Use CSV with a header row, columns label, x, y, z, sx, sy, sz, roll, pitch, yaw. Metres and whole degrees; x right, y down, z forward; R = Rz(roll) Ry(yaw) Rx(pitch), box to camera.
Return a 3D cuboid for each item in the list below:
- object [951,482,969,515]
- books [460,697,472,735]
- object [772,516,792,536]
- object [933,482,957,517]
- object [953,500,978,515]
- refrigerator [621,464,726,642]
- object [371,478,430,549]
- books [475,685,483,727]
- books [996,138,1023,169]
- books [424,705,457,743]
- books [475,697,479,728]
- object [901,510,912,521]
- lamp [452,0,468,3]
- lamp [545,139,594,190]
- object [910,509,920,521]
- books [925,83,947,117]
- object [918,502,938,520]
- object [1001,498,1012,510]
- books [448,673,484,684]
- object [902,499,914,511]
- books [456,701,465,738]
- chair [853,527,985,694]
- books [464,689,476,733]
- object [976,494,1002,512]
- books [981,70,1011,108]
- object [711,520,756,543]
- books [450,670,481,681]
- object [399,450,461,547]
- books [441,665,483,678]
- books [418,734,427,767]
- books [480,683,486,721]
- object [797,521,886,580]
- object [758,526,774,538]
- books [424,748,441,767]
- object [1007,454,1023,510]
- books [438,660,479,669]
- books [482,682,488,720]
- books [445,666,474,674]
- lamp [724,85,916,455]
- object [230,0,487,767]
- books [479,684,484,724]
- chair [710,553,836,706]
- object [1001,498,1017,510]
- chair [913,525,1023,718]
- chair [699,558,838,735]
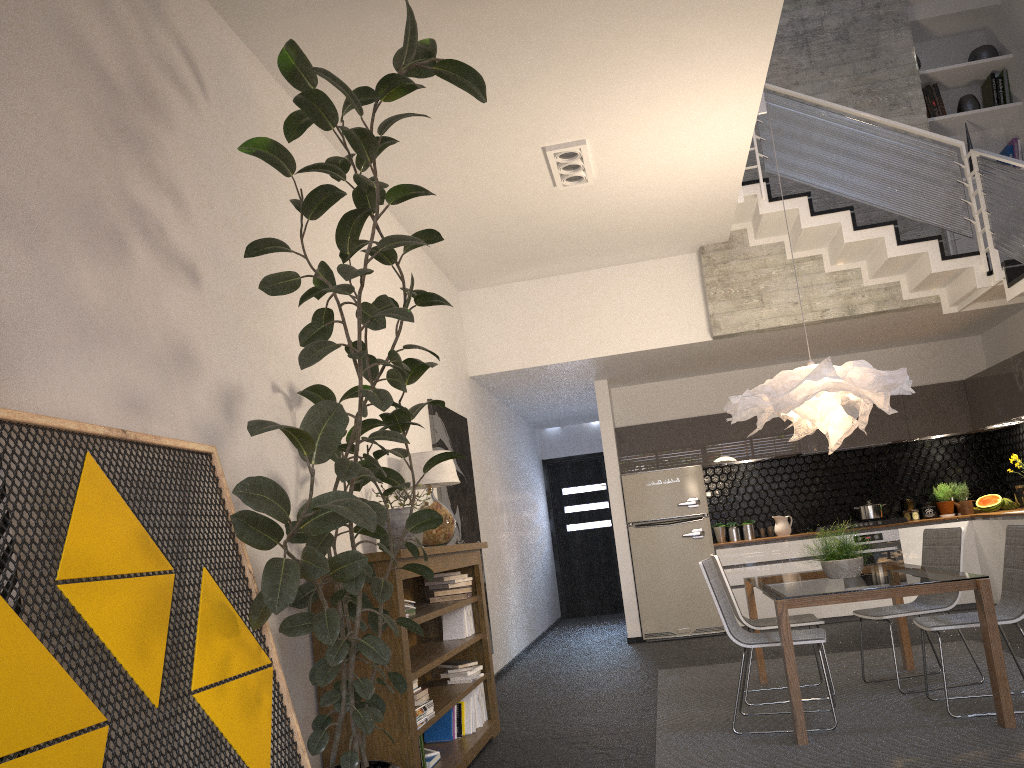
label,x,y,z,sx,sy,sz,roll,pitch,yaw
object,4.604,1.150,9.071,0.184,0.376,0.170,1,-11,-44
books,-0.307,1.927,5.131,0.155,0.193,0.105,-8,-8,9
object,2.870,1.499,9.372,0.190,0.213,0.172,-10,-9,22
object,4.470,1.186,9.109,0.245,0.351,0.235,-9,-8,13
object,4.593,1.251,8.948,0.211,0.139,0.124,-15,-12,42
refrigerator,1.676,1.759,9.249,0.830,1.699,0.774,-8,-8,9
object,-0.619,0.711,4.866,0.385,0.409,0.278,-5,-8,-13
books,-0.273,1.928,5.289,0.175,0.241,0.024,-8,-7,9
books,4.459,-1.965,7.937,0.146,0.380,0.274,-8,-8,8
books,-0.407,1.904,5.029,0.172,0.226,0.166,-8,-8,9
books,-0.284,1.945,5.267,0.155,0.204,0.021,-8,-7,9
object,4.099,1.372,9.206,0.083,0.112,0.083,-8,-8,9
lamp,0.034,-1.775,3.734,0.645,0.065,0.255,-8,-10,9
lamp,0.385,-1.442,5.805,0.253,0.065,0.649,-8,-10,8
object,4.184,1.358,9.189,0.083,0.112,0.083,-10,-9,18
books,3.853,-2.506,8.098,0.134,0.380,0.274,-8,-8,8
object,4.300,1.310,9.168,0.141,0.173,0.142,-8,-9,9
object,5.028,1.220,9.015,0.133,0.118,0.204,-12,-11,28
books,-0.275,1.754,5.272,0.155,0.020,0.206,-10,-11,18
object,4.117,1.255,9.202,0.082,0.112,0.083,-5,-8,-11
books,-0.347,1.933,5.087,0.146,0.182,0.148,-9,-9,12
chair,2.470,1.375,5.443,0.601,0.913,0.479,-6,-8,-6
books,-0.301,1.913,5.172,0.175,0.233,0.101,-8,-8,9
object,4.762,1.192,8.837,0.237,0.173,0.218,-14,-11,37
books,4.372,-2.585,7.999,0.160,0.379,0.267,-8,-8,8
object,2.367,1.569,9.446,0.482,0.219,0.173,-8,-8,6
books,-0.276,1.735,5.280,0.174,0.019,0.246,-7,-10,-1
object,-0.502,0.722,5.480,0.389,0.578,0.393,-4,-9,-22
books,-0.300,1.717,5.285,0.175,0.023,0.244,-10,-11,18
books,-0.519,1.780,4.305,0.167,0.240,0.104,-8,-8,9
books,-0.258,1.954,5.443,0.175,0.241,0.024,-8,-7,9
object,1.910,0.972,5.210,0.531,0.364,0.673,-7,-10,4
object,2.709,1.579,9.426,0.161,0.110,0.078,-9,-9,14
books,-0.467,1.898,4.476,0.270,0.049,0.260,1,-12,-36
object,4.884,0.919,8.410,0.258,0.538,0.428,-12,-10,32
books,-0.323,1.673,5.285,0.147,0.023,0.223,2,-13,-39
books,-0.251,1.959,5.473,0.175,0.242,0.040,-8,-7,9
books,-0.318,1.694,5.276,0.155,0.022,0.207,-5,-10,-11
lamp,1.554,-2.129,5.597,1.121,5.176,1.066,-9,-8,19
object,-0.576,0.214,3.380,0.906,3.177,2.029,-5,-8,-14
books,-0.268,1.943,5.374,0.175,0.242,0.019,-8,-7,9
chair,1.622,1.501,5.574,0.602,0.913,0.478,-8,-8,9
object,4.982,1.192,8.846,0.224,0.126,0.150,1,-12,-41
chair,2.484,1.237,4.687,0.602,0.913,0.478,-8,-8,11
chair,1.407,1.398,4.868,0.603,0.913,0.477,-10,-8,18
